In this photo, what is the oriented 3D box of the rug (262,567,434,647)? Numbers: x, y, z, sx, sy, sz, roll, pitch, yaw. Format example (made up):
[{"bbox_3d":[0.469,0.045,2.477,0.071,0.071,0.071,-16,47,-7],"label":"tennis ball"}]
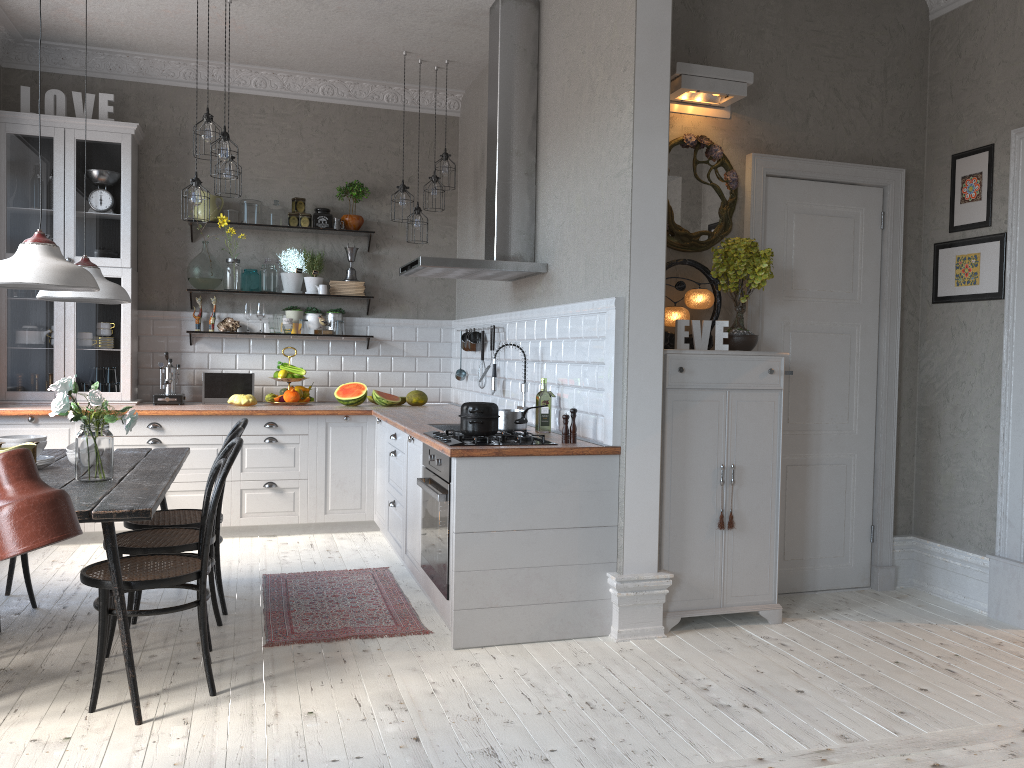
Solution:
[{"bbox_3d":[-0.873,1.083,4.436,0.745,0.014,1.272,1,2,-17],"label":"rug"}]

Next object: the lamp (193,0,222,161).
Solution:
[{"bbox_3d":[-1.717,-2.154,5.012,0.149,1.735,0.144,0,2,-31],"label":"lamp"}]

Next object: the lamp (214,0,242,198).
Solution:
[{"bbox_3d":[-1.660,-1.978,5.199,0.149,1.735,0.144,0,2,-31],"label":"lamp"}]

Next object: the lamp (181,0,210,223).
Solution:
[{"bbox_3d":[-1.832,-1.821,5.152,0.143,1.735,0.150,3,2,39],"label":"lamp"}]

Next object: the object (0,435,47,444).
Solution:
[{"bbox_3d":[-2.073,0.270,3.754,0.183,0.094,0.176,0,2,-26],"label":"object"}]

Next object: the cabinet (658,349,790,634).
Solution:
[{"bbox_3d":[0.932,0.487,4.264,0.675,1.297,0.379,1,2,-18],"label":"cabinet"}]

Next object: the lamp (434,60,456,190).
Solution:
[{"bbox_3d":[-0.455,-2.241,6.202,0.143,1.735,0.150,3,3,44],"label":"lamp"}]

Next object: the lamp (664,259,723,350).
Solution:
[{"bbox_3d":[0.828,-0.327,4.299,0.453,0.558,0.170,1,2,-11],"label":"lamp"}]

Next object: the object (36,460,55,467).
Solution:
[{"bbox_3d":[-2.074,0.344,3.757,0.237,0.027,0.237,1,2,0],"label":"object"}]

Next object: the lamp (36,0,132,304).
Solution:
[{"bbox_3d":[-1.893,-1.296,3.935,0.382,1.858,0.376,1,2,-10],"label":"lamp"}]

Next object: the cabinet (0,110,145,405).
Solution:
[{"bbox_3d":[-3.000,-0.800,6.019,0.891,1.921,0.383,1,2,-18],"label":"cabinet"}]

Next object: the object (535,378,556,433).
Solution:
[{"bbox_3d":[0.176,0.111,4.559,0.090,0.282,0.081,1,2,-17],"label":"object"}]

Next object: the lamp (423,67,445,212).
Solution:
[{"bbox_3d":[-0.545,-2.119,6.354,0.144,1.735,0.149,2,2,24],"label":"lamp"}]

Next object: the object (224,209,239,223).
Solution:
[{"bbox_3d":[-2.051,-1.214,6.465,0.104,0.111,0.102,1,2,-18],"label":"object"}]

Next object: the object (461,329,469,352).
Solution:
[{"bbox_3d":[-0.307,-0.311,6.289,0.109,0.161,0.136,1,2,-5],"label":"object"}]

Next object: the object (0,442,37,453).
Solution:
[{"bbox_3d":[-1.794,0.298,3.164,0.133,0.170,0.152,2,2,34],"label":"object"}]

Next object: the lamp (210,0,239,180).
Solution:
[{"bbox_3d":[-1.583,-2.017,4.897,0.144,1.735,0.149,2,2,29],"label":"lamp"}]

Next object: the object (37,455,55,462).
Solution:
[{"bbox_3d":[-2.074,0.326,3.757,0.236,0.027,0.238,1,2,5],"label":"object"}]

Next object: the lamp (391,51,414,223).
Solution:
[{"bbox_3d":[-0.735,-1.984,6.046,0.145,1.735,0.148,2,2,14],"label":"lamp"}]

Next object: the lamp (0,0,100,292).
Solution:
[{"bbox_3d":[-1.645,-1.263,3.088,0.374,1.858,0.384,2,2,20],"label":"lamp"}]

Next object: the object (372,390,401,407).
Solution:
[{"bbox_3d":[-0.906,0.104,6.460,0.229,0.127,0.145,0,2,-35],"label":"object"}]

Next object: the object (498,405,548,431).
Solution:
[{"bbox_3d":[0.048,0.159,4.289,0.300,0.134,0.177,2,2,17],"label":"object"}]

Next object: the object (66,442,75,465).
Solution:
[{"bbox_3d":[-1.877,0.298,3.865,0.125,0.119,0.127,1,2,-2],"label":"object"}]

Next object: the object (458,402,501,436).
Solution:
[{"bbox_3d":[-0.147,0.157,3.987,0.194,0.147,0.189,0,2,-38],"label":"object"}]

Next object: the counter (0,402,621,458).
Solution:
[{"bbox_3d":[-1.504,0.217,5.037,3.202,0.039,3.347,1,2,-17],"label":"counter"}]

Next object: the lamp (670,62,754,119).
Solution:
[{"bbox_3d":[0.943,-1.435,4.344,0.421,0.171,0.217,1,2,-18],"label":"lamp"}]

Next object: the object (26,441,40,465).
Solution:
[{"bbox_3d":[-1.764,0.297,3.260,0.059,0.167,0.059,1,2,-4],"label":"object"}]

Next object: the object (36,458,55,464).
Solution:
[{"bbox_3d":[-2.074,0.335,3.757,0.232,0.027,0.242,3,2,40],"label":"object"}]

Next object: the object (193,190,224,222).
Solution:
[{"bbox_3d":[-2.187,-1.267,6.357,0.191,0.216,0.172,1,2,-4],"label":"object"}]

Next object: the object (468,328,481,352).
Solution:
[{"bbox_3d":[-0.245,-0.302,6.044,0.108,0.161,0.136,1,2,0],"label":"object"}]

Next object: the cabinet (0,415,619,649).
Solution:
[{"bbox_3d":[-1.118,0.626,5.334,4.121,0.854,2.023,2,2,28],"label":"cabinet"}]

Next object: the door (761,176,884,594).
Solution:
[{"bbox_3d":[1.643,0.022,4.721,0.761,2.183,0.079,1,2,-19],"label":"door"}]

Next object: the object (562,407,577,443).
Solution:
[{"bbox_3d":[0.262,0.186,4.038,0.074,0.167,0.035,1,2,-18],"label":"object"}]

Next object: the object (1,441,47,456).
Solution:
[{"bbox_3d":[-2.074,0.291,3.755,0.183,0.094,0.176,0,2,-26],"label":"object"}]

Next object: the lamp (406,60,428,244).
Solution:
[{"bbox_3d":[-0.651,-1.865,6.218,0.143,1.735,0.150,3,3,44],"label":"lamp"}]

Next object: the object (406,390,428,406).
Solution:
[{"bbox_3d":[-0.715,0.106,6.653,0.129,0.119,0.208,3,2,35],"label":"object"}]

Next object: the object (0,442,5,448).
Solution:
[{"bbox_3d":[-1.892,0.292,3.255,0.062,0.172,0.062,1,2,4],"label":"object"}]

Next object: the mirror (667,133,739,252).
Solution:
[{"bbox_3d":[0.908,-0.959,4.435,0.539,0.593,0.070,1,2,-18],"label":"mirror"}]

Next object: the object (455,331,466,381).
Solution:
[{"bbox_3d":[-0.376,-0.213,6.541,0.078,0.379,0.081,1,2,-17],"label":"object"}]

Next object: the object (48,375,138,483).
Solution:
[{"bbox_3d":[-1.618,0.170,3.430,0.316,0.414,0.248,1,2,-19],"label":"object"}]

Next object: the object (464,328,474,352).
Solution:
[{"bbox_3d":[-0.271,-0.306,6.168,0.109,0.161,0.135,1,2,-15],"label":"object"}]

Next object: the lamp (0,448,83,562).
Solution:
[{"bbox_3d":[-0.652,0.494,1.067,0.248,0.839,0.139,2,2,17],"label":"lamp"}]

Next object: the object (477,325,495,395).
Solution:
[{"bbox_3d":[-0.166,-0.155,5.692,0.082,0.443,0.325,1,2,-16],"label":"object"}]
